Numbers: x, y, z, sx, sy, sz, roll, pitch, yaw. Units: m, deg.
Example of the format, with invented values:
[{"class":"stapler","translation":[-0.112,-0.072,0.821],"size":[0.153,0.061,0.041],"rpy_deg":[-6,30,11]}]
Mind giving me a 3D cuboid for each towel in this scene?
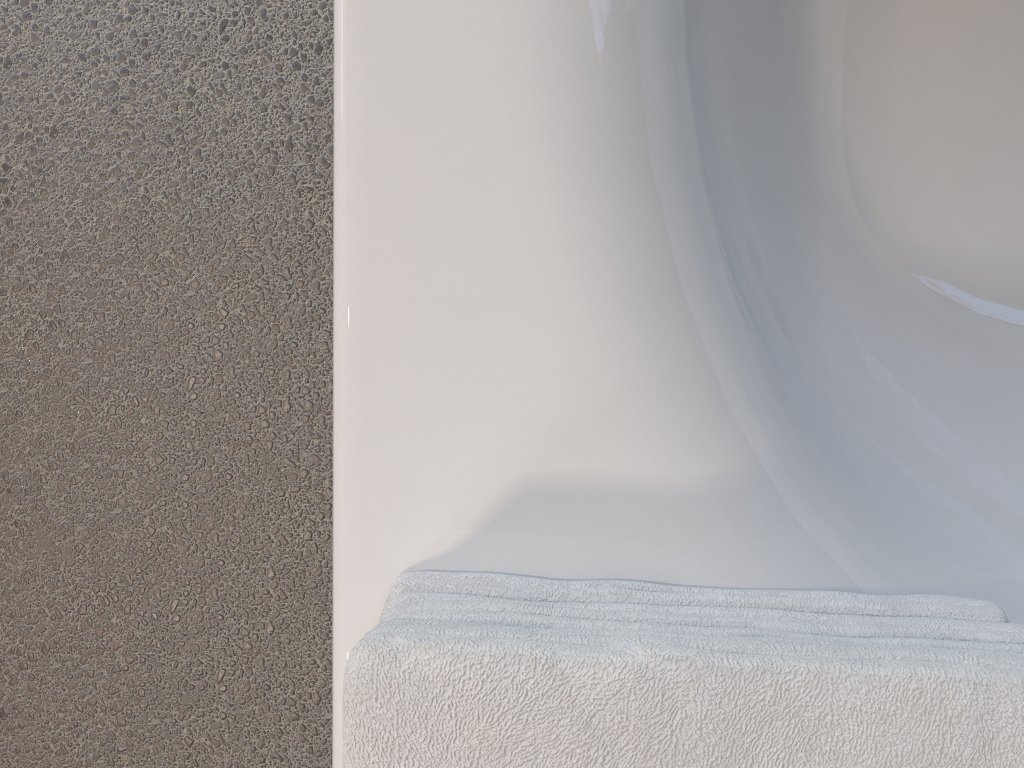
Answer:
[{"class":"towel","translation":[0.089,0.253,0.394],"size":[0.322,0.145,0.305],"rpy_deg":[3,90,0]}]

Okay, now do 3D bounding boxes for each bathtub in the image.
[{"class":"bathtub","translation":[0.885,-0.281,0.710],"size":[1.958,0.504,1.327],"rpy_deg":[0,89,0]}]
